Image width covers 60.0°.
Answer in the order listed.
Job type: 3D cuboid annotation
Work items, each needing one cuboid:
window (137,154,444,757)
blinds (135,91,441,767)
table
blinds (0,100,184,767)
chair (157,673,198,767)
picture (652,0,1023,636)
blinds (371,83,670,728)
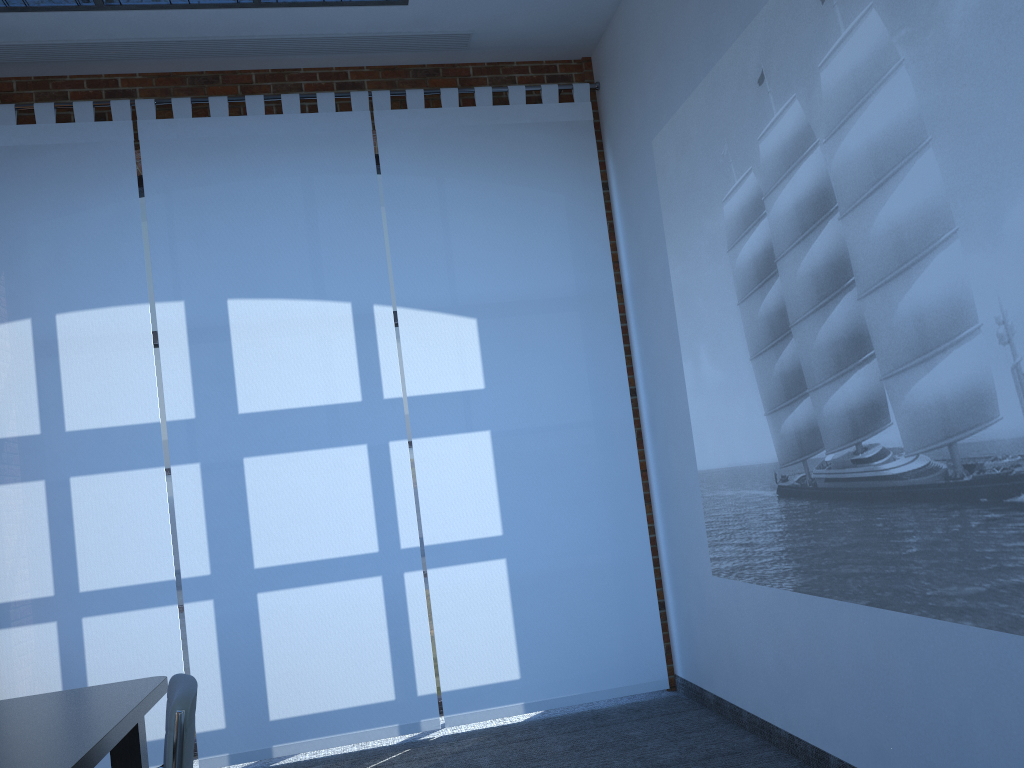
[{"bbox_3d":[-4.059,0.623,5.043,9.613,3.598,0.161,-6,-4,-11],"label":"window"},{"bbox_3d":[-1.275,0.167,5.040,1.318,3.745,0.040,-6,-4,-11],"label":"blinds"},{"bbox_3d":[-3.258,1.585,1.966,4.500,0.807,1.817,-6,-6,-11],"label":"table"},{"bbox_3d":[-2.584,0.301,4.783,1.314,3.745,0.040,-6,-4,-11],"label":"blinds"},{"bbox_3d":[-1.147,1.304,2.304,0.705,0.920,0.562,-5,-5,-22],"label":"chair"},{"bbox_3d":[1.231,-0.390,3.043,0.024,2.352,3.476,-6,-6,-11],"label":"picture"},{"bbox_3d":[0.049,0.032,5.299,1.357,3.745,0.040,-6,-4,-11],"label":"blinds"}]
